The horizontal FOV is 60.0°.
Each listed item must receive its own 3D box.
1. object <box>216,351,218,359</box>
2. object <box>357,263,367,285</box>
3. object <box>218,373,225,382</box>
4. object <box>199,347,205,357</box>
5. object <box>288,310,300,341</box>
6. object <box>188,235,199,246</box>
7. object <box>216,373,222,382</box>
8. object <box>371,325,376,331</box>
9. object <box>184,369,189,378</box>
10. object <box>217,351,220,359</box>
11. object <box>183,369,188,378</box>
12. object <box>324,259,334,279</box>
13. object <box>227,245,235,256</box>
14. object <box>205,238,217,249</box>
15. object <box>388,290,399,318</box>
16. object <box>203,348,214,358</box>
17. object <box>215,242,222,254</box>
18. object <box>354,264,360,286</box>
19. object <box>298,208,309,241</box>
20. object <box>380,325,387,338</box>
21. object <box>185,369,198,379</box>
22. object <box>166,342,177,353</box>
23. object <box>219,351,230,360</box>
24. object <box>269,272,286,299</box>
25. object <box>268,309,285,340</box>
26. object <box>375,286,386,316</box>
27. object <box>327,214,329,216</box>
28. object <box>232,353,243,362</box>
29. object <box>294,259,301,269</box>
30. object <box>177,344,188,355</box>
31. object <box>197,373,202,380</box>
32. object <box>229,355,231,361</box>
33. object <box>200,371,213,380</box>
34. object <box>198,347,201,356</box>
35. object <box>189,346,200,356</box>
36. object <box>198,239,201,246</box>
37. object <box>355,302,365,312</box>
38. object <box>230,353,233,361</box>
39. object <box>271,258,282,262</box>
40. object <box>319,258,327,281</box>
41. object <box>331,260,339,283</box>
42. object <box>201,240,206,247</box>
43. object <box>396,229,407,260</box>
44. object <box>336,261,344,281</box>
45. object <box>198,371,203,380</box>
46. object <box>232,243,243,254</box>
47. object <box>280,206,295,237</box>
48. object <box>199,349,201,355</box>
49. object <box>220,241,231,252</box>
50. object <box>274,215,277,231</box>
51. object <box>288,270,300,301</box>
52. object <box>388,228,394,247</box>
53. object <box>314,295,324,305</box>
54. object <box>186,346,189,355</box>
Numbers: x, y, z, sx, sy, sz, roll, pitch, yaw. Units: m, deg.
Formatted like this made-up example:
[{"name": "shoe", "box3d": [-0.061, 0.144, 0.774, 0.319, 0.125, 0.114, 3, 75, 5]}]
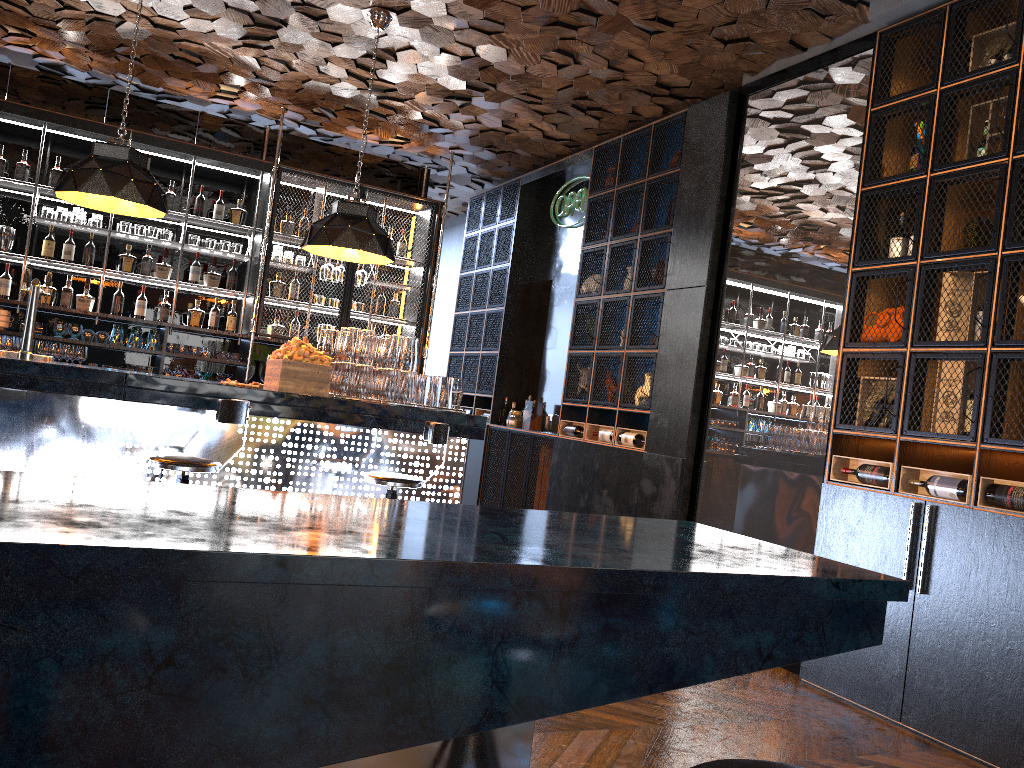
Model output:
[{"name": "object", "box3d": [-2.561, -0.247, 7.813, 0.088, 0.070, 0.098, 9, -2, -41]}, {"name": "object", "box3d": [-1.383, -1.043, 8.215, 0.092, 0.244, 0.092, 8, -2, -32]}, {"name": "object", "box3d": [-2.512, -0.012, 7.723, 0.107, 0.152, 0.107, 8, -2, -12]}, {"name": "object", "box3d": [-2.638, -0.268, 7.623, 0.084, 0.082, 0.084, 8, -2, -20]}, {"name": "object", "box3d": [-1.970, -0.520, 8.053, 0.086, 0.299, 0.086, 7, -2, 23]}, {"name": "object", "box3d": [-2.727, -1.223, 7.591, 0.089, 0.092, 0.089, 9, -2, -40]}, {"name": "object", "box3d": [-2.573, -0.017, 7.838, 0.107, 0.152, 0.107, 8, -2, -20]}, {"name": "object", "box3d": [-1.324, -0.420, 8.366, 0.083, 0.282, 0.083, 9, -2, -41]}, {"name": "object", "box3d": [-2.771, -0.047, 7.619, 0.106, 0.148, 0.106, 7, -2, 6]}, {"name": "object", "box3d": [-2.519, -0.244, 7.721, 0.088, 0.070, 0.098, 7, -2, -3]}, {"name": "object", "box3d": [-2.824, -0.051, 7.724, 0.106, 0.148, 0.106, 8, -2, -7]}, {"name": "object", "box3d": [-1.662, -1.082, 8.079, 0.092, 0.244, 0.092, 8, -2, -32]}, {"name": "object", "box3d": [-2.496, -1.185, 7.883, 0.089, 0.092, 0.089, 7, -2, 13]}, {"name": "object", "box3d": [-2.611, -1.205, 7.681, 0.089, 0.092, 0.089, 8, -2, -27]}, {"name": "object", "box3d": [-1.121, -0.757, 8.453, 0.083, 0.282, 0.083, 8, -2, -16]}, {"name": "object", "box3d": [-2.580, -0.263, 7.542, 0.084, 0.082, 0.084, 9, -2, -44]}, {"name": "object", "box3d": [-2.589, -1.198, 7.824, 0.089, 0.092, 0.089, 9, -2, -40]}, {"name": "object", "box3d": [-1.455, -1.047, 8.363, 0.092, 0.244, 0.092, 8, -2, -32]}, {"name": "object", "box3d": [-1.888, -1.451, 8.061, 0.086, 0.297, 0.086, 7, -2, 23]}, {"name": "object", "box3d": [-1.218, -0.411, 8.433, 0.086, 0.298, 0.086, 7, -2, 23]}, {"name": "object", "box3d": [-2.722, -0.044, 7.513, 0.106, 0.148, 0.106, 8, -2, -7]}, {"name": "object", "box3d": [-2.847, -0.301, 7.416, 0.084, 0.082, 0.084, 8, -2, -33]}, {"name": "object", "box3d": [-2.478, -0.242, 7.633, 0.088, 0.070, 0.098, 7, -2, 9]}, {"name": "object", "box3d": [-2.107, -0.880, 7.970, 0.151, 0.248, 0.094, 8, -2, -17]}, {"name": "object", "box3d": [-2.115, -0.530, 7.963, 0.123, 0.279, 0.123, 9, -2, -37]}, {"name": "object", "box3d": [-1.242, -0.783, 8.397, 0.086, 0.299, 0.086, 7, -2, 23]}, {"name": "object", "box3d": [-1.698, -1.417, 8.151, 0.083, 0.282, 0.083, 8, -2, -26]}, {"name": "object", "box3d": [-2.366, -0.227, 7.632, 0.088, 0.070, 0.098, 8, -2, -16]}, {"name": "object", "box3d": [-1.955, -1.107, 8.148, 0.089, 0.092, 0.089, 7, -2, 0]}, {"name": "object", "box3d": [-2.773, -0.290, 7.449, 0.084, 0.082, 0.084, 8, -2, -25]}, {"name": "object", "box3d": [-2.721, -0.036, 7.773, 0.106, 0.148, 0.106, 7, -2, 13]}, {"name": "object", "box3d": [-2.456, -0.234, 7.811, 0.088, 0.070, 0.098, 7, -2, 21]}, {"name": "object", "box3d": [-2.618, -0.029, 7.566, 0.106, 0.148, 0.106, 8, -2, -16]}, {"name": "object", "box3d": [-2.712, -0.278, 7.586, 0.084, 0.082, 0.084, 7, -2, 2]}, {"name": "object", "box3d": [-2.686, -0.278, 7.490, 0.084, 0.082, 0.084, 8, -2, -8]}, {"name": "object", "box3d": [-2.766, -1.224, 7.727, 0.089, 0.092, 0.089, 7, -2, 18]}, {"name": "object", "box3d": [-1.422, -0.708, 8.262, 0.089, 0.092, 0.089, 9, -2, -42]}, {"name": "object", "box3d": [-2.411, -0.231, 7.719, 0.098, 0.070, 0.088, 7, -2, 1]}, {"name": "object", "box3d": [-2.090, -1.132, 7.886, 0.089, 0.092, 0.089, 7, -2, 0]}, {"name": "object", "box3d": [-1.734, -1.087, 8.227, 0.092, 0.244, 0.092, 8, -2, -32]}, {"name": "object", "box3d": [-1.636, -1.073, 8.275, 0.092, 0.244, 0.092, 8, -2, -32]}, {"name": "object", "box3d": [-2.693, -1.212, 7.801, 0.089, 0.092, 0.089, 9, -2, -40]}, {"name": "object", "box3d": [-1.054, -1.332, 8.497, 0.086, 0.298, 0.086, 6, -2, 28]}, {"name": "object", "box3d": [-1.564, -1.068, 8.127, 0.092, 0.244, 0.092, 8, -2, -32]}, {"name": "object", "box3d": [-2.669, -0.032, 7.671, 0.106, 0.148, 0.106, 7, -2, 3]}, {"name": "object", "box3d": [-2.404, -1.177, 7.746, 0.089, 0.092, 0.089, 9, -2, -40]}, {"name": "object", "box3d": [-2.016, -1.459, 7.980, 0.123, 0.279, 0.123, 8, -2, -17]}, {"name": "object", "box3d": [-2.760, -0.280, 7.753, 0.084, 0.082, 0.084, 7, -2, 14]}, {"name": "object", "box3d": [-2.491, -1.189, 7.697, 0.089, 0.092, 0.089, 7, -2, 13]}, {"name": "object", "box3d": [-2.155, -1.488, 7.934, 0.086, 0.299, 0.086, 7, -2, 23]}, {"name": "object", "box3d": [-1.972, -0.886, 8.051, 0.086, 0.298, 0.086, 7, -2, 23]}, {"name": "object", "box3d": [-1.168, -1.340, 8.411, 0.083, 0.282, 0.083, 8, -2, -11]}, {"name": "object", "box3d": [-1.756, -0.757, 8.052, 0.089, 0.092, 0.089, 9, -2, -42]}, {"name": "object", "box3d": [-2.773, -0.284, 7.664, 0.084, 0.082, 0.084, 8, -2, -28]}]
